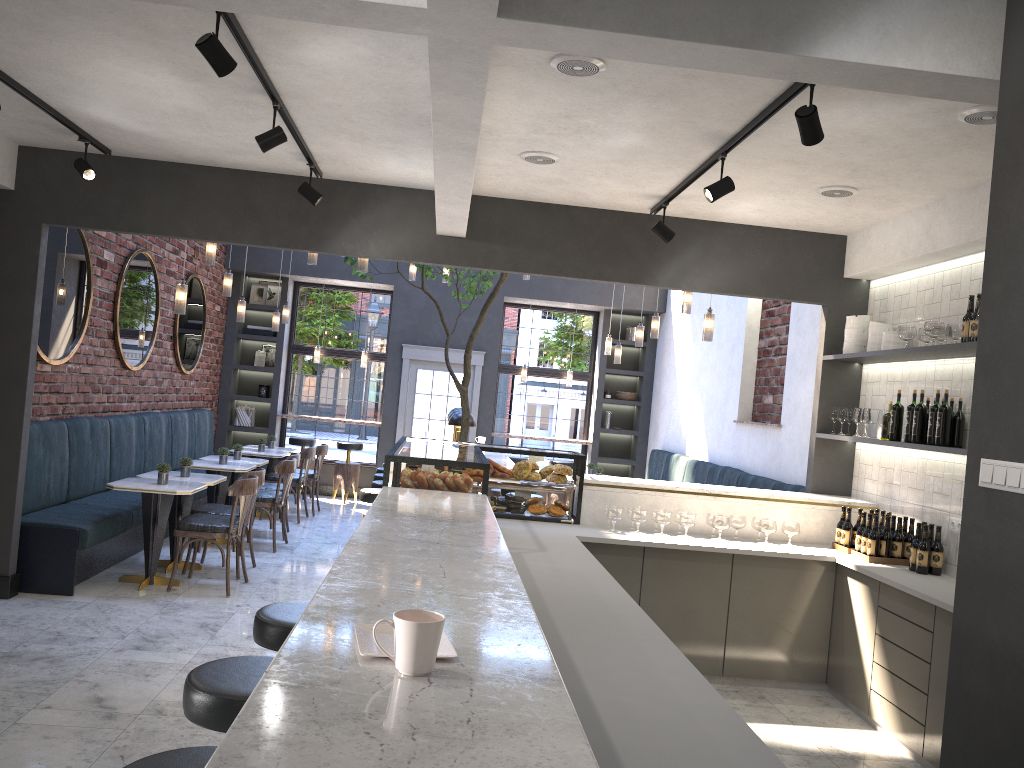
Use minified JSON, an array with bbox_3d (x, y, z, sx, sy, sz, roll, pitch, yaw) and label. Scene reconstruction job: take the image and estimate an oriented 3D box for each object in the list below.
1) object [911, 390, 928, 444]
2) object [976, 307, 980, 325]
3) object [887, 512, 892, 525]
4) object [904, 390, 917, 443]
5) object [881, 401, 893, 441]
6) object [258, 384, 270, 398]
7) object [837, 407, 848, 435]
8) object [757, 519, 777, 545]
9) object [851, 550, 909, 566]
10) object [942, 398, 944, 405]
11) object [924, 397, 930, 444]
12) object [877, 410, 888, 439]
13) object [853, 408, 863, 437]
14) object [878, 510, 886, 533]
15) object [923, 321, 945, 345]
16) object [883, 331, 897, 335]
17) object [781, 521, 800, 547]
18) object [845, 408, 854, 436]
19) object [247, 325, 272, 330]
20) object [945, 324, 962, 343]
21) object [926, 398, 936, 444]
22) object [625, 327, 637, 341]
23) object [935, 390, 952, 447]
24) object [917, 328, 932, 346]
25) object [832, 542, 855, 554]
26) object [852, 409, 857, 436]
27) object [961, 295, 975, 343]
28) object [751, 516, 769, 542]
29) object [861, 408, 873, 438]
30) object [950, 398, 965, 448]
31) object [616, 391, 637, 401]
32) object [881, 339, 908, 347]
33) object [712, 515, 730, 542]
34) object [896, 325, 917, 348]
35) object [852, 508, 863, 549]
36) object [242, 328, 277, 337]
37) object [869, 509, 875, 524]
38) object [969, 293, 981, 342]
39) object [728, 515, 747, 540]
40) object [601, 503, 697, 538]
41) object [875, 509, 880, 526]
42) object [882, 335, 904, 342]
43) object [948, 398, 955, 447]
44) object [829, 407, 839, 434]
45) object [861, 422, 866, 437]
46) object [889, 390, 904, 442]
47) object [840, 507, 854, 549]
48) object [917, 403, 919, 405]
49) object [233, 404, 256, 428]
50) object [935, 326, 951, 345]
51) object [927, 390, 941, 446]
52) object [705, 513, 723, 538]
[{"bbox_3d":[2.406,0.193,5.226,0.072,0.319,0.072,5,0,-20],"label":"object"},{"bbox_3d":[2.436,-0.303,4.581,0.070,0.188,0.070,5,0,9],"label":"object"},{"bbox_3d":[2.368,0.947,5.592,0.069,0.279,0.070,5,0,17],"label":"object"},{"bbox_3d":[2.399,0.194,5.310,0.072,0.319,0.072,5,0,-20],"label":"object"},{"bbox_3d":[2.406,0.203,5.064,0.082,0.294,1.100,5,-1,-4],"label":"object"},{"bbox_3d":[-3.452,0.100,12.347,0.152,0.181,0.152,5,-1,34],"label":"object"},{"bbox_3d":[2.269,0.255,6.094,0.070,0.188,0.070,5,0,-13],"label":"object"},{"bbox_3d":[1.614,0.937,5.609,0.114,0.147,0.114,5,-1,0],"label":"object"},{"bbox_3d":[2.259,1.056,5.382,0.307,0.038,0.231,5,-1,-4],"label":"object"},{"bbox_3d":[2.500,0.219,5.155,0.065,0.280,0.065,5,-1,39],"label":"object"},{"bbox_3d":[2.487,0.221,5.322,0.065,0.280,0.065,5,-1,39],"label":"object"},{"bbox_3d":[2.405,0.262,5.750,0.070,0.188,0.070,5,0,9],"label":"object"},{"bbox_3d":[2.287,0.253,5.859,0.070,0.188,0.070,5,0,-13],"label":"object"},{"bbox_3d":[2.362,0.948,5.666,0.070,0.279,0.069,5,0,-28],"label":"object"},{"bbox_3d":[2.402,-0.277,5.050,0.114,0.147,0.114,5,-1,0],"label":"object"},{"bbox_3d":[2.456,-0.311,5.682,0.154,0.075,0.153,6,-1,-37],"label":"object"},{"bbox_3d":[1.763,0.951,5.621,0.114,0.147,0.114,5,-1,0],"label":"object"},{"bbox_3d":[2.369,0.267,6.220,0.070,0.188,0.070,5,0,-13],"label":"object"},{"bbox_3d":[-3.515,-0.775,12.361,0.327,0.039,0.227,5,-1,-14],"label":"object"},{"bbox_3d":[2.533,-0.265,5.060,0.114,0.147,0.114,5,-1,0],"label":"object"},{"bbox_3d":[2.493,0.220,5.238,0.065,0.280,0.065,5,-1,39],"label":"object"},{"bbox_3d":[1.750,-0.713,12.803,0.214,0.215,0.213,5,-1,5],"label":"object"},{"bbox_3d":[2.425,0.191,4.975,0.072,0.319,0.072,5,0,-20],"label":"object"},{"bbox_3d":[2.509,-0.262,5.361,0.114,0.147,0.114,5,-1,0],"label":"object"},{"bbox_3d":[2.238,1.058,5.656,0.307,0.038,0.231,5,-1,-4],"label":"object"},{"bbox_3d":[2.378,0.266,6.103,0.070,0.188,0.070,5,0,-13],"label":"object"},{"bbox_3d":[2.472,-0.340,4.789,0.070,0.279,0.069,5,0,2],"label":"object"},{"bbox_3d":[1.603,0.938,5.740,0.114,0.147,0.114,5,-1,0],"label":"object"},{"bbox_3d":[2.296,0.252,5.741,0.070,0.188,0.070,5,0,9],"label":"object"},{"bbox_3d":[2.512,0.218,4.988,0.065,0.280,0.065,5,-1,39],"label":"object"},{"bbox_3d":[1.648,0.177,12.782,0.304,0.123,0.305,5,-1,17],"label":"object"},{"bbox_3d":[2.451,-0.249,5.684,0.153,0.074,0.154,5,-1,-1],"label":"object"},{"bbox_3d":[1.314,0.909,5.586,0.114,0.147,0.114,5,-1,0],"label":"object"},{"bbox_3d":[2.379,-0.274,5.351,0.114,0.147,0.114,5,-1,0],"label":"object"},{"bbox_3d":[2.212,0.934,5.656,0.070,0.279,0.069,6,-1,-43],"label":"object"},{"bbox_3d":[-3.515,-0.714,12.349,0.412,0.084,0.286,5,-1,-4],"label":"object"},{"bbox_3d":[2.287,0.941,5.661,0.070,0.279,0.069,5,0,2],"label":"object"},{"bbox_3d":[2.477,-0.341,4.716,0.070,0.279,0.069,6,-1,-43],"label":"object"},{"bbox_3d":[1.454,0.925,5.729,0.114,0.147,0.114,5,-1,0],"label":"object"},{"bbox_3d":[0.867,0.869,5.647,0.575,0.147,0.256,5,-1,-4],"label":"object"},{"bbox_3d":[2.355,0.948,5.740,0.070,0.279,0.069,5,0,27],"label":"object"},{"bbox_3d":[2.455,-0.279,5.683,0.153,0.062,0.153,5,-1,25],"label":"object"},{"bbox_3d":[2.506,0.219,5.071,0.065,0.280,0.065,5,-1,39],"label":"object"},{"bbox_3d":[2.260,0.256,6.212,0.070,0.188,0.070,5,0,-13],"label":"object"},{"bbox_3d":[2.387,0.265,5.985,0.070,0.188,0.070,5,0,-13],"label":"object"},{"bbox_3d":[2.386,0.196,5.490,0.072,0.319,0.072,5,0,-20],"label":"object"},{"bbox_3d":[2.138,0.927,5.649,0.070,0.279,0.069,5,0,-28],"label":"object"},{"bbox_3d":[2.468,0.237,5.398,0.082,0.246,0.082,5,0,23],"label":"object"},{"bbox_3d":[-3.717,0.431,12.341,0.250,0.323,0.241,5,-1,-4],"label":"object"},{"bbox_3d":[2.521,-0.264,5.210,0.114,0.147,0.114,5,-1,0],"label":"object"},{"bbox_3d":[2.419,0.192,5.059,0.072,0.319,0.072,5,0,-20],"label":"object"},{"bbox_3d":[1.304,0.911,5.717,0.114,0.147,0.114,5,-1,0],"label":"object"}]
